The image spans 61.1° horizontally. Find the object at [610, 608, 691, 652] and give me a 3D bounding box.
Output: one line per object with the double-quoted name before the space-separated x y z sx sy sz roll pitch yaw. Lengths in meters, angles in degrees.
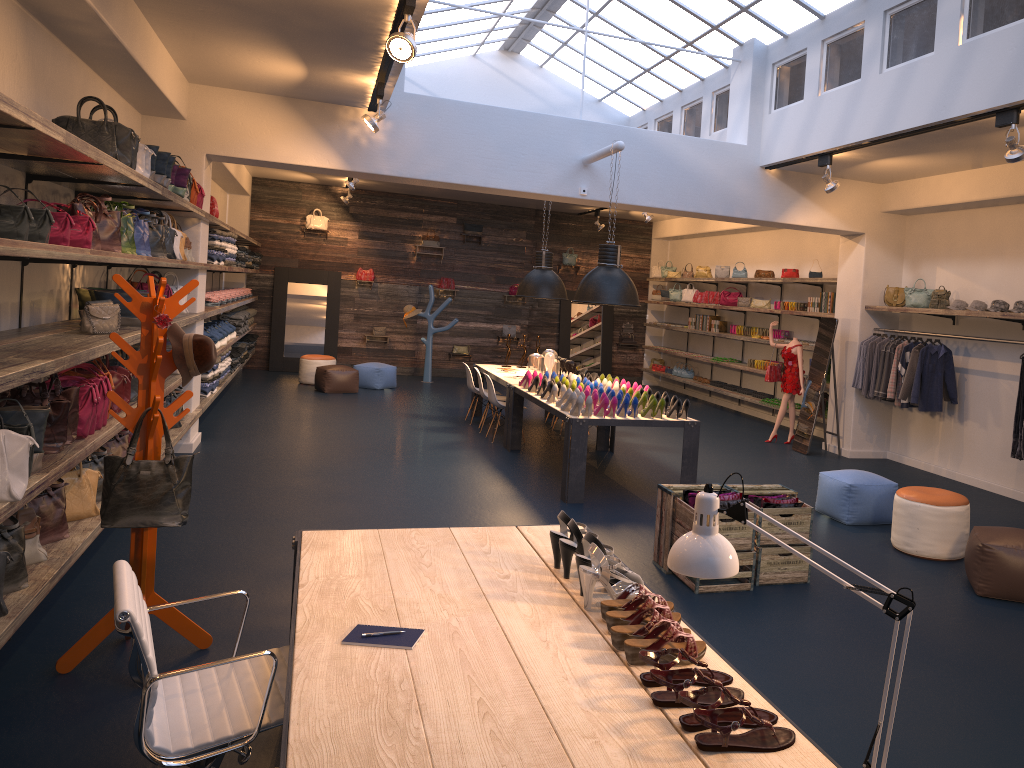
"object" 0.423 0.739 2.640 0.266 0.117 0.097 3 3 -11

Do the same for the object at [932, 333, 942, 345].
"object" 4.881 -0.472 9.969 0.454 0.219 0.009 2 2 -20

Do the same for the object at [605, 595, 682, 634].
"object" 0.423 0.727 2.750 0.275 0.117 0.094 2 4 -26

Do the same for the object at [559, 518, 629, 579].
"object" 0.312 0.614 3.243 0.294 0.223 0.113 3 3 -18

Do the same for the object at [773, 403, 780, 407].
"object" 4.038 0.320 13.134 0.249 0.058 0.078 2 5 -24

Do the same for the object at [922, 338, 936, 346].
"object" 4.844 -0.487 10.086 0.454 0.219 0.009 2 2 -20

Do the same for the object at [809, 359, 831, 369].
"object" 4.418 -0.243 12.391 0.383 0.389 0.175 4 2 -5

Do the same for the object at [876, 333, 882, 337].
"object" 4.637 -0.597 10.982 0.454 0.219 0.009 2 2 -20

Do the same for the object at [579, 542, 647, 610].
"object" 0.359 0.648 2.961 0.299 0.223 0.111 2 3 -28

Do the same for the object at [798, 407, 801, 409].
"object" 4.275 0.368 12.852 0.249 0.058 0.078 2 5 -24

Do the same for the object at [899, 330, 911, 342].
"object" 4.747 -0.538 10.497 0.454 0.219 0.009 2 2 -20

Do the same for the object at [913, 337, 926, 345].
"object" 4.815 -0.509 10.261 0.454 0.219 0.009 2 2 -20

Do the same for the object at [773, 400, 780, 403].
"object" 4.101 0.281 13.276 0.245 0.067 0.082 3 4 -13

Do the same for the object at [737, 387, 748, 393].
"object" 3.890 0.106 14.671 0.183 0.087 0.067 5 3 6

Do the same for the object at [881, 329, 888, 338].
"object" 4.666 -0.584 10.870 0.454 0.219 0.009 2 2 -20

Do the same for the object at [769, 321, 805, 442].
"object" 3.792 -0.012 11.858 0.373 1.661 0.689 3 3 -38

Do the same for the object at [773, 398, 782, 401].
"object" 4.180 0.252 13.610 0.227 0.053 0.088 6 5 13

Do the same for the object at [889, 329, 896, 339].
"object" 4.699 -0.566 10.720 0.454 0.219 0.009 2 2 -20

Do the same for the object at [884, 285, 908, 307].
"object" 4.814 -1.092 10.848 0.311 0.283 0.210 5 3 11

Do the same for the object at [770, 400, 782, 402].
"object" 4.055 0.269 13.356 0.245 0.064 0.082 3 4 -13

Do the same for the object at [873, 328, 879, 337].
"object" 4.623 -0.605 11.045 0.454 0.219 0.009 2 2 -20

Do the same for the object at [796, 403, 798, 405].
"object" 4.322 0.320 13.094 0.253 0.074 0.077 1 5 -32

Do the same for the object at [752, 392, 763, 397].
"object" 4.004 0.170 14.150 0.188 0.087 0.065 4 3 -3

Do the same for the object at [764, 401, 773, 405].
"object" 3.978 0.290 13.372 0.249 0.058 0.078 2 5 -24

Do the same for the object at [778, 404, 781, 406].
"object" 4.065 0.331 13.049 0.249 0.058 0.078 2 5 -24

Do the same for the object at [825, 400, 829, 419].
"object" 4.469 0.315 12.010 0.389 0.338 0.210 3 3 -12

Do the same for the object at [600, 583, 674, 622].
"object" 0.413 0.714 2.863 0.268 0.117 0.096 3 4 -15

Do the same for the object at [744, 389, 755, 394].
"object" 3.946 0.138 14.415 0.178 0.087 0.069 6 4 18

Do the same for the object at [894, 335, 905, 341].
"object" 4.727 -0.549 10.589 0.454 0.219 0.009 2 2 -20

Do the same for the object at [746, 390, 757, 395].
"object" 3.960 0.145 14.352 0.176 0.087 0.070 6 4 22

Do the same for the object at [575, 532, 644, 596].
"object" 0.351 0.632 3.098 0.300 0.223 0.111 2 3 -28

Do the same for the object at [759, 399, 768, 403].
"object" 3.946 0.269 13.547 0.249 0.058 0.078 2 5 -24

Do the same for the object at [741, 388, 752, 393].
"object" 3.918 0.122 14.544 0.180 0.087 0.068 5 3 13

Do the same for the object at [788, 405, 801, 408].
"object" 4.192 0.332 12.863 0.245 0.067 0.082 3 4 -13

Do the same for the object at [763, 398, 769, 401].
"object" 4.016 0.249 13.524 0.247 0.063 0.080 3 5 -15

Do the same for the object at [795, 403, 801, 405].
"object" 4.271 0.303 13.197 0.227 0.053 0.088 6 5 13

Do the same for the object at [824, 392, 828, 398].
"object" 4.396 0.275 12.339 0.389 0.338 0.210 3 3 -12

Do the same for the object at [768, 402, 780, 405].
"object" 4.010 0.301 13.293 0.249 0.058 0.078 2 5 -24

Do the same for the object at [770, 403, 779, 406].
"object" 4.016 0.310 13.203 0.249 0.058 0.078 2 5 -24

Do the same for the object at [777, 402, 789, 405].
"object" 4.107 0.299 13.113 0.247 0.063 0.080 3 5 -15

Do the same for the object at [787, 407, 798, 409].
"object" 4.108 0.361 12.790 0.249 0.058 0.078 2 5 -24

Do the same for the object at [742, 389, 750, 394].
"object" 3.932 0.130 14.477 0.180 0.087 0.068 5 3 13

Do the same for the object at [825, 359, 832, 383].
"object" 4.447 -0.185 12.032 0.361 0.355 0.154 3 3 -19

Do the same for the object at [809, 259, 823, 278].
"object" 4.367 -1.651 12.469 0.194 0.279 0.061 5 2 12

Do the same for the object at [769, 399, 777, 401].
"object" 4.063 0.261 13.445 0.245 0.068 0.080 3 4 -13

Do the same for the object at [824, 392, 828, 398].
"object" 4.377 0.229 12.505 0.383 0.389 0.175 4 2 -5

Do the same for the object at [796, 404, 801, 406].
"object" 4.313 0.325 13.004 0.255 0.073 0.078 0 6 -40

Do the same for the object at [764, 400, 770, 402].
"object" 3.973 0.280 13.462 0.249 0.058 0.078 2 5 -24

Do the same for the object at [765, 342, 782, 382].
"object" 3.650 -0.303 12.051 0.346 0.552 0.083 2 3 -41

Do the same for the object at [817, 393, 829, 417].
"object" 4.406 0.287 12.145 0.361 0.355 0.154 3 3 -19

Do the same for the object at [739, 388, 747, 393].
"object" 3.903 0.114 14.608 0.181 0.087 0.068 5 3 10

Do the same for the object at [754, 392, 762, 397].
"object" 4.018 0.178 14.088 0.188 0.087 0.065 4 3 -4

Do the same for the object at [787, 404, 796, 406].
"object" 4.146 0.319 12.943 0.245 0.064 0.082 3 4 -13
